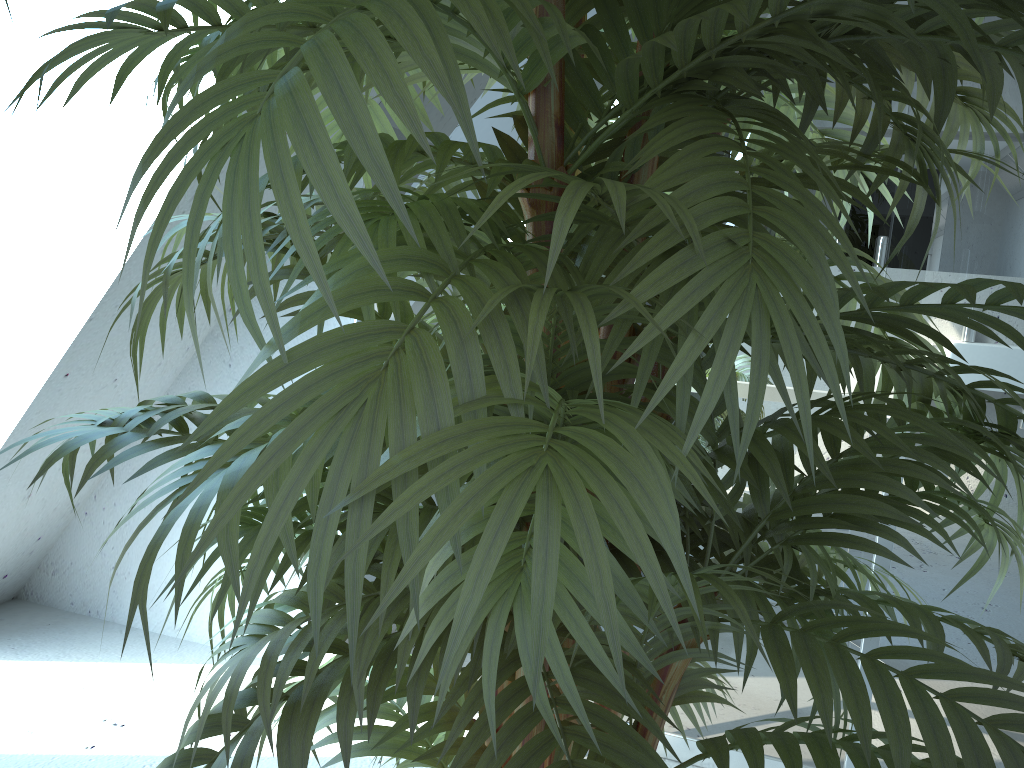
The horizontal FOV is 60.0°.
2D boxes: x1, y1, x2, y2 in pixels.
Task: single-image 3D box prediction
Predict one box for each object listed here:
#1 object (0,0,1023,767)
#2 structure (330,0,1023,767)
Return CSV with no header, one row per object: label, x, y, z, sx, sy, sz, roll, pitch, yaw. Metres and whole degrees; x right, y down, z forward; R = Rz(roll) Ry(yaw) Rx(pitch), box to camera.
object,0.061,-0.071,0.724,1.020,2.034,0.980,2,8,-24
structure,0.634,-0.245,2.213,1.835,2.114,1.184,7,7,17
